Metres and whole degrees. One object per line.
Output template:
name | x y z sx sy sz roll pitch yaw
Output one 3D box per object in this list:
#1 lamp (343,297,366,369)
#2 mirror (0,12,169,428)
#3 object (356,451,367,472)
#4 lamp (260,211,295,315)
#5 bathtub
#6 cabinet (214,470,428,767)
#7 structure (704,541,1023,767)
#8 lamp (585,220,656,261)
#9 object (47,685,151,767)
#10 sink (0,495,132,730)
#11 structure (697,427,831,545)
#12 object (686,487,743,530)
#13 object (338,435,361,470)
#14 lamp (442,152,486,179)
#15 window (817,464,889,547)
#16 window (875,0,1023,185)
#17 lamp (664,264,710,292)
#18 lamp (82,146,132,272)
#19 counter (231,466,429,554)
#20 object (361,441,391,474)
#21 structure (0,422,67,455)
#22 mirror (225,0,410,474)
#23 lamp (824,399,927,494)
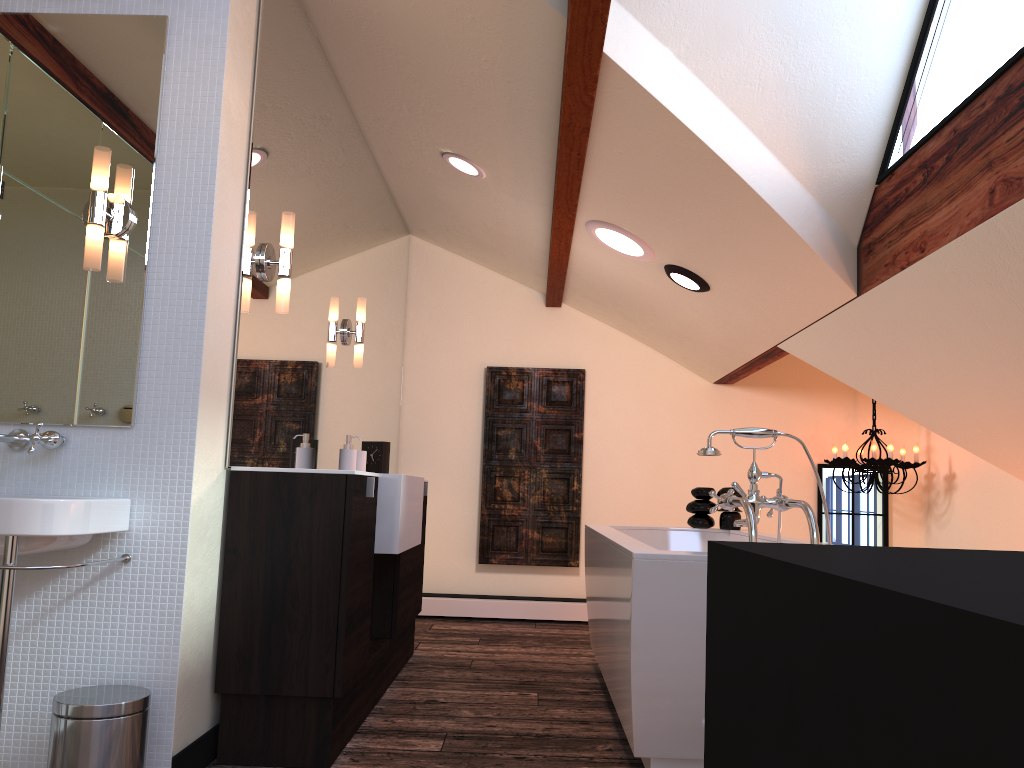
lamp | -0.721 -0.263 4.077 0.083 0.364 0.132 2 -6 1
mirror | -1.279 -0.515 2.409 0.604 1.272 0.011 2 -5 1
object | -0.678 0.388 3.892 0.073 0.122 0.074 2 -6 -3
lamp | -0.747 -0.431 2.841 0.083 0.364 0.132 2 -6 1
bathtub | 0.725 0.994 3.358 0.798 0.691 2.226 2 -8 1
cabinet | -0.625 0.869 3.457 0.386 0.919 1.864 2 -7 1
structure | 0.558 0.518 0.219 0.869 0.857 0.804 2 -7 1
lamp | 0.499 -0.733 4.086 0.329 0.171 0.371 2 -7 -3
object | -0.994 0.986 2.128 0.223 0.305 0.223 6 -8 -33
sink | -1.344 0.691 2.130 0.681 0.782 0.347 2 -6 1
structure | 0.686 0.679 2.427 0.384 1.116 0.556 0 -6 16
object | 0.989 0.674 4.339 0.276 0.228 0.157 -2 -7 31
object | -0.697 0.337 3.775 0.080 0.190 0.074 -3 -8 41
lamp | -0.222 -1.120 4.091 0.206 0.101 0.229 1 -7 6
window | 2.188 0.929 5.696 0.449 0.699 0.046 2 -5 1
window | 0.254 -1.376 1.389 2.107 0.673 3.533 2 -8 1
lamp | 0.813 -0.543 4.111 0.214 0.129 0.247 2 -7 -3
lamp | -1.092 -0.510 2.355 0.131 0.364 0.083 2 -6 1
counter | -0.585 0.547 3.487 0.442 0.295 1.864 2 -8 1
object | -0.622 0.380 4.030 0.116 0.177 0.067 -1 -6 24
structure | -1.301 0.163 2.232 0.298 0.122 0.237 2 -7 1
mirror | -0.758 -0.424 4.263 0.011 1.836 3.249 2 -7 1
lamp | 2.208 0.181 5.418 0.541 1.121 0.618 1 -6 12
